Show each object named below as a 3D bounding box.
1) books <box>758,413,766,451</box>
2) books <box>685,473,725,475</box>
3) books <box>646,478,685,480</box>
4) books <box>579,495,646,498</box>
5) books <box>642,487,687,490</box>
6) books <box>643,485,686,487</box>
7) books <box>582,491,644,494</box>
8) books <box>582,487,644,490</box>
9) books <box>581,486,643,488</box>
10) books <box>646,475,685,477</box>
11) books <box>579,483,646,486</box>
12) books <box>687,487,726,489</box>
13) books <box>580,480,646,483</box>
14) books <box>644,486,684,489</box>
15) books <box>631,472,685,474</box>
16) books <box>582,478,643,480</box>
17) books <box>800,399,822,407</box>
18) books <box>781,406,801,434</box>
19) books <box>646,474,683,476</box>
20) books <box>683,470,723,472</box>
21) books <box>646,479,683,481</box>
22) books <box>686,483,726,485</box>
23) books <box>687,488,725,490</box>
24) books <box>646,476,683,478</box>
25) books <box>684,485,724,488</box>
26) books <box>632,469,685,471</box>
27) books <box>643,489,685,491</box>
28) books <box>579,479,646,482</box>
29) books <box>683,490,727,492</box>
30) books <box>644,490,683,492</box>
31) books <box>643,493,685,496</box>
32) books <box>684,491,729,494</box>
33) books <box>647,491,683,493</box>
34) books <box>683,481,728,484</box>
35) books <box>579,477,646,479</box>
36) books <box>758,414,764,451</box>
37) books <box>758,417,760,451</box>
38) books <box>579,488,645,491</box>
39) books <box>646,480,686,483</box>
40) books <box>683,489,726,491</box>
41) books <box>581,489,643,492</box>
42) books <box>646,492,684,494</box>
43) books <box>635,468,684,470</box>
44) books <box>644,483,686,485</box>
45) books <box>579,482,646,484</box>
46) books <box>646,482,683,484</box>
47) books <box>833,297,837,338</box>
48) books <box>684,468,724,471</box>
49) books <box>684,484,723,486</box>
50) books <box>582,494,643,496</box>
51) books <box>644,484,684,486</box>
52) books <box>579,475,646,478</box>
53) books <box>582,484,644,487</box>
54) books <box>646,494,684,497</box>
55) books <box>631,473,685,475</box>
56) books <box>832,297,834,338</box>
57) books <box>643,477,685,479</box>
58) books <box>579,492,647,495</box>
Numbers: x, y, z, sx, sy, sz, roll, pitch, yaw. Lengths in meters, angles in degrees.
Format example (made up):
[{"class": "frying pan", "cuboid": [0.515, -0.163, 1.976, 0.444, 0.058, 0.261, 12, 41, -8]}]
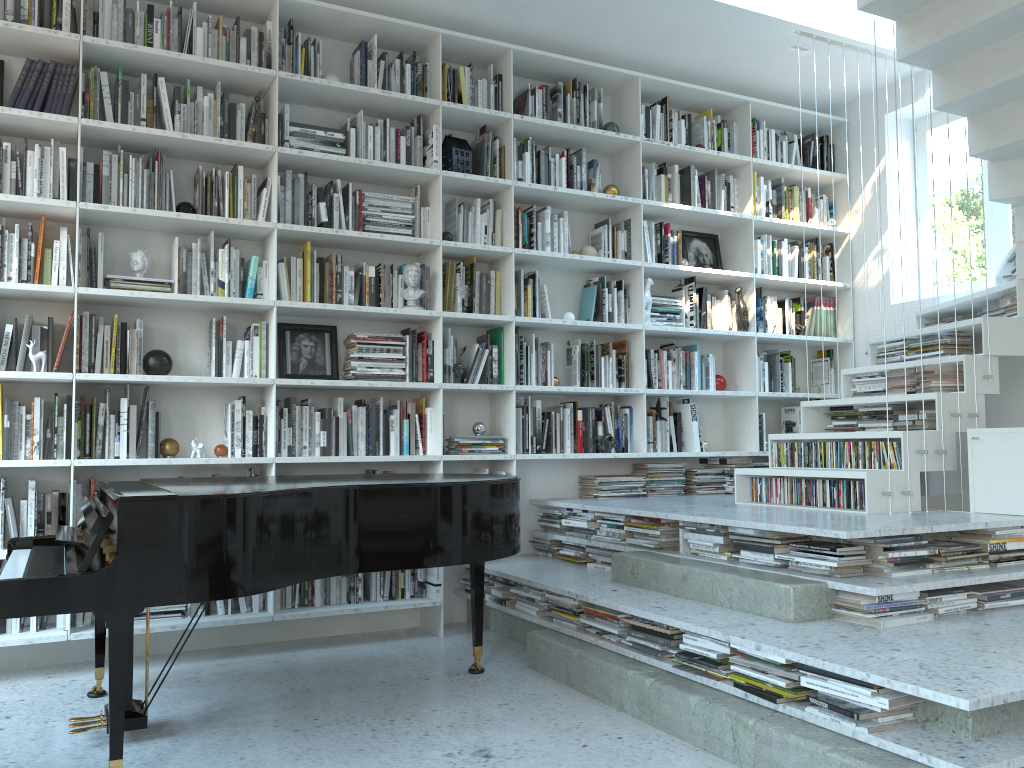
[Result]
[{"class": "books", "cuboid": [1.533, 0.305, 5.590, 0.030, 0.238, 0.151, 1, -4, -27]}, {"class": "books", "cuboid": [1.213, 0.554, 5.515, 0.328, 0.008, 0.207, 1, -5, -25]}, {"class": "books", "cuboid": [0.882, 0.572, 5.349, 0.285, 0.007, 0.159, 2, -5, -26]}, {"class": "books", "cuboid": [0.585, 0.652, 5.184, 0.345, 0.007, 0.193, 1, -4, -23]}, {"class": "books", "cuboid": [0.887, 0.626, 5.337, 0.285, 0.007, 0.159, 1, -4, -22]}, {"class": "books", "cuboid": [0.884, 0.613, 5.344, 0.285, 0.007, 0.159, 1, -5, -25]}, {"class": "books", "cuboid": [0.585, 0.629, 5.186, 0.308, 0.008, 0.195, 1, -4, -23]}, {"class": "books", "cuboid": [0.587, 0.607, 5.186, 0.308, 0.008, 0.195, 2, -5, -32]}, {"class": "books", "cuboid": [0.581, 0.600, 5.198, 0.308, 0.008, 0.195, 2, -5, -27]}, {"class": "books", "cuboid": [0.880, 0.553, 5.346, 0.285, 0.005, 0.159, 2, -5, -29]}, {"class": "books", "cuboid": [0.587, 0.584, 5.193, 0.346, 0.007, 0.193, 2, -5, -30]}, {"class": "books", "cuboid": [1.213, 0.639, 5.513, 0.328, 0.008, 0.207, 2, -5, -28]}, {"class": "books", "cuboid": [0.590, 0.569, 5.189, 0.346, 0.007, 0.193, 2, -5, -32]}, {"class": "books", "cuboid": [0.886, 0.620, 5.340, 0.254, 0.007, 0.161, 2, -5, -31]}, {"class": "books", "cuboid": [0.879, 0.537, 5.350, 0.285, 0.005, 0.159, 2, -5, -28]}, {"class": "books", "cuboid": [0.586, 0.555, 5.197, 0.308, 0.008, 0.195, 1, -5, -25]}, {"class": "books", "cuboid": [1.964, 0.269, 5.819, 0.010, 0.335, 0.185, 1, -4, -27]}, {"class": "books", "cuboid": [1.811, 0.291, 5.753, 0.012, 0.285, 0.159, 1, -4, -27]}, {"class": "books", "cuboid": [0.879, 0.548, 5.349, 0.254, 0.005, 0.161, 2, -5, -28]}, {"class": "books", "cuboid": [1.217, 0.539, 5.508, 0.368, 0.007, 0.206, 2, -5, -32]}, {"class": "books", "cuboid": [0.882, 0.579, 5.348, 0.254, 0.007, 0.161, 2, -5, -26]}, {"class": "books", "cuboid": [1.214, 0.616, 5.512, 0.328, 0.008, 0.207, 2, -5, -29]}, {"class": "books", "cuboid": [1.211, 0.646, 5.515, 0.328, 0.008, 0.207, 2, -5, -27]}, {"class": "books", "cuboid": [0.878, 0.559, 5.350, 0.254, 0.005, 0.161, 2, -5, -27]}, {"class": "books", "cuboid": [1.215, 0.631, 5.508, 0.368, 0.007, 0.206, 2, -5, -30]}, {"class": "books", "cuboid": [0.884, 0.515, 5.348, 0.285, 0.005, 0.159, 2, -5, -30]}, {"class": "books", "cuboid": [0.884, 0.633, 5.338, 0.285, 0.007, 0.159, 2, -5, -31]}, {"class": "books", "cuboid": [0.586, 0.562, 5.197, 0.345, 0.007, 0.193, 1, -5, -25]}, {"class": "books", "cuboid": [1.216, 0.661, 5.507, 0.328, 0.008, 0.207, 1, -4, -24]}, {"class": "books", "cuboid": [0.881, 0.640, 5.344, 0.254, 0.007, 0.161, 2, -5, -26]}, {"class": "books", "cuboid": [0.880, 0.661, 5.345, 0.285, 0.007, 0.159, 2, -5, -27]}, {"class": "books", "cuboid": [1.217, 0.668, 5.504, 0.328, 0.008, 0.207, 2, -5, -31]}, {"class": "books", "cuboid": [0.880, 0.647, 5.345, 0.254, 0.007, 0.161, 2, -5, -27]}, {"class": "books", "cuboid": [1.212, 0.609, 5.515, 0.368, 0.007, 0.206, 2, -5, -26]}, {"class": "books", "cuboid": [0.586, 0.548, 5.198, 0.346, 0.007, 0.193, 2, -5, -29]}, {"class": "books", "cuboid": [1.515, 0.307, 5.578, 0.014, 0.233, 0.183, 1, -4, -27]}, {"class": "books", "cuboid": [1.483, 0.316, 5.567, 0.031, 0.214, 0.165, 1, -4, -27]}, {"class": "books", "cuboid": [0.584, 0.615, 5.192, 0.346, 0.007, 0.193, 2, -5, -29]}, {"class": "books", "cuboid": [0.886, 0.585, 5.339, 0.285, 0.007, 0.159, 2, -5, -32]}, {"class": "books", "cuboid": [1.213, 0.654, 5.513, 0.368, 0.007, 0.206, 2, -5, -26]}, {"class": "books", "cuboid": [0.583, 0.622, 5.191, 0.308, 0.008, 0.195, 1, -5, -25]}, {"class": "books", "cuboid": [0.884, 0.654, 5.337, 0.254, 0.007, 0.161, 1, -4, -23]}, {"class": "books", "cuboid": [0.886, 0.510, 5.345, 0.254, 0.005, 0.161, 2, -5, -32]}, {"class": "books", "cuboid": [0.885, 0.599, 5.341, 0.285, 0.007, 0.159, 2, -5, -31]}, {"class": "books", "cuboid": [0.586, 0.577, 5.196, 0.345, 0.007, 0.193, 1, -5, -25]}, {"class": "books", "cuboid": [0.882, 0.592, 5.347, 0.254, 0.007, 0.161, 2, -5, -26]}, {"class": "books", "cuboid": [2.138, -0.432, 6.023, 0.018, 0.293, 0.169, 1, -4, -27]}, {"class": "books", "cuboid": [1.212, 0.532, 5.517, 0.368, 0.007, 0.206, 1, -5, -25]}, {"class": "books", "cuboid": [1.214, 0.623, 5.511, 0.328, 0.008, 0.207, 1, -5, -25]}, {"class": "books", "cuboid": [0.585, 0.644, 5.185, 0.308, 0.008, 0.195, 2, -5, -31]}, {"class": "books", "cuboid": [0.885, 0.606, 5.341, 0.254, 0.007, 0.161, 2, -5, -31]}, {"class": "books", "cuboid": [0.586, 0.540, 5.198, 0.345, 0.007, 0.193, 1, -5, -25]}, {"class": "books", "cuboid": [0.590, 0.592, 5.188, 0.308, 0.008, 0.195, 1, -4, -22]}, {"class": "books", "cuboid": [0.883, 0.668, 5.338, 0.254, 0.007, 0.161, 1, -4, -24]}, {"class": "books", "cuboid": [0.879, 0.542, 5.349, 0.285, 0.005, 0.159, 2, -5, -26]}, {"class": "books", "cuboid": [2.117, -0.432, 6.024, 0.018, 0.293, 0.169, 1, -4, -27]}, {"class": "books", "cuboid": [0.881, 0.565, 5.351, 0.285, 0.007, 0.159, 2, -5, -27]}, {"class": "books", "cuboid": [0.587, 0.637, 5.183, 0.345, 0.007, 0.193, 1, -4, -22]}]
